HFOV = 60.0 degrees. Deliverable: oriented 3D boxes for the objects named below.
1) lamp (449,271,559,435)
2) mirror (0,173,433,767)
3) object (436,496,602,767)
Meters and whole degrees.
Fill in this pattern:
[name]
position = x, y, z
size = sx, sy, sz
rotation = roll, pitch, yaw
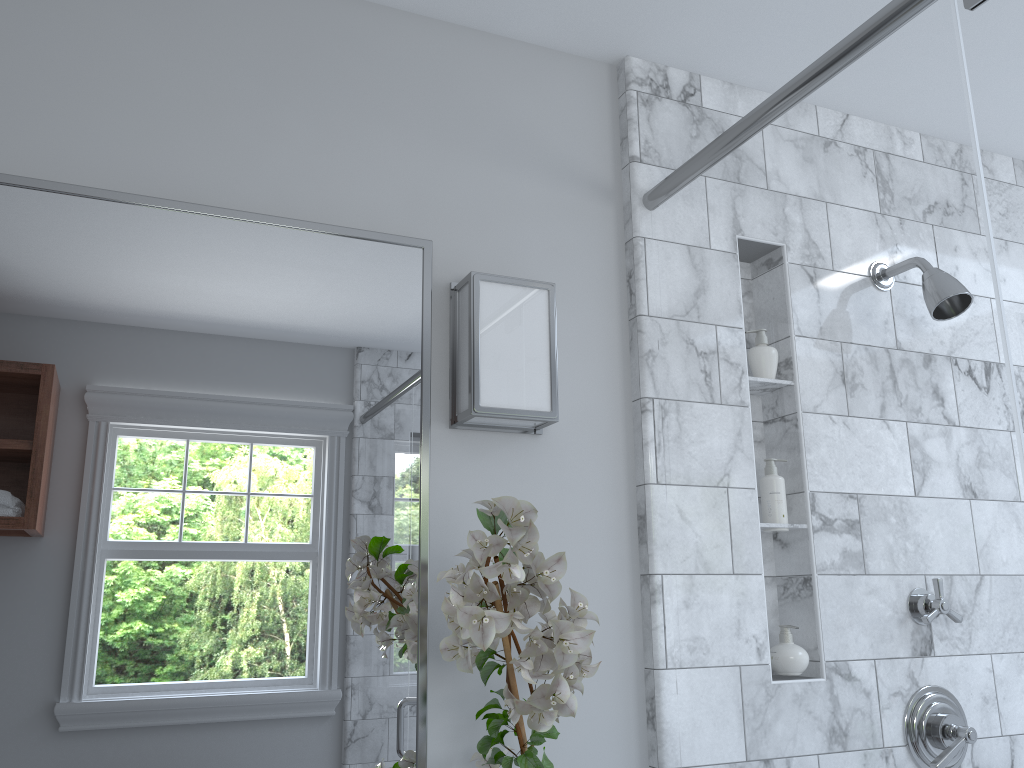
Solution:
[lamp]
position = -0.012, -0.055, 1.556
size = 0.175, 0.266, 0.091
rotation = 5, -15, -23
[mirror]
position = -0.458, 0.194, 1.327
size = 0.694, 0.977, 0.030
rotation = 5, -15, -23
[object]
position = 0.010, 0.523, 1.195
size = 0.225, 0.706, 0.374
rotation = -2, -14, 7
